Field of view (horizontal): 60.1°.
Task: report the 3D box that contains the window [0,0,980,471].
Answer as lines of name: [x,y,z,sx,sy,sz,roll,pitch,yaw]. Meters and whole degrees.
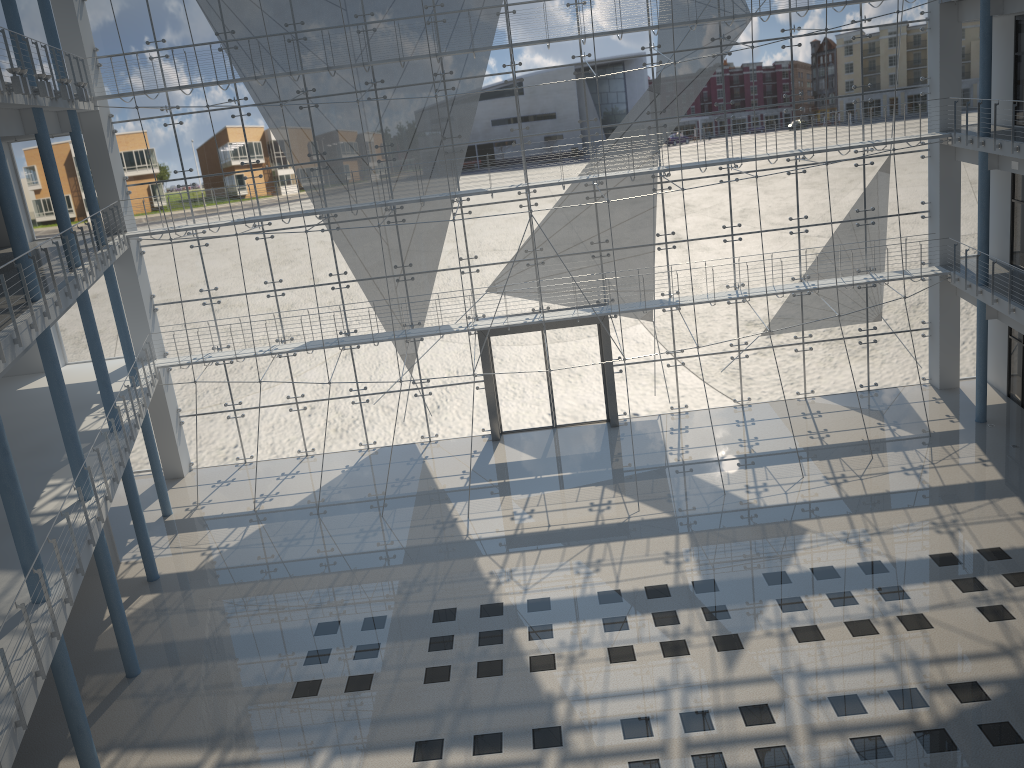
window: [-0.040,-1.117,3.406,3.847,2.726,0.010,-7,15,2]
